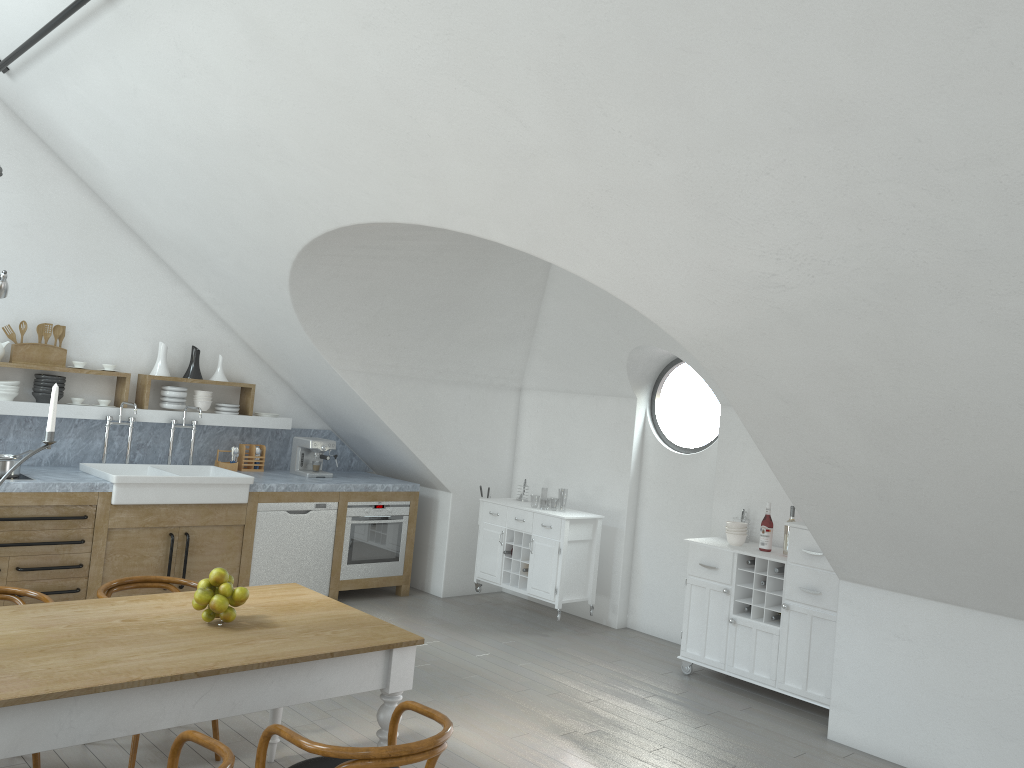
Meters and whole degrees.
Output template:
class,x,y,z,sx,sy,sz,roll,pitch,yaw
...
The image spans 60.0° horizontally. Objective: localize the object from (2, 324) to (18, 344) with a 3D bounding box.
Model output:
class,x,y,z,sx,sy,sz,roll,pitch,yaw
object,-3.520,-0.290,6.289,0.199,0.259,0.016,7,-3,-33

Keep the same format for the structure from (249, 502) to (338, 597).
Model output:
class,x,y,z,sx,sy,sz,roll,pitch,yaw
structure,-1.892,1.316,7.090,0.722,0.824,0.599,7,-3,-43

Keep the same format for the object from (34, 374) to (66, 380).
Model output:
class,x,y,z,sx,sy,sz,roll,pitch,yaw
object,-3.343,-0.026,6.412,0.205,0.080,0.205,6,-2,-41

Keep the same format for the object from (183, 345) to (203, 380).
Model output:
class,x,y,z,sx,sy,sz,roll,pitch,yaw
object,-2.560,-0.175,7.151,0.156,0.268,0.156,7,-3,-39

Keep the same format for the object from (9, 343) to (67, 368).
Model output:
class,x,y,z,sx,sy,sz,roll,pitch,yaw
object,-3.408,-0.215,6.386,0.353,0.158,0.084,7,-3,-43

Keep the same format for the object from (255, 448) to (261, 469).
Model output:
class,x,y,z,sx,sy,sz,roll,pitch,yaw
object,-2.145,0.633,7.465,0.040,0.192,0.042,5,-3,7

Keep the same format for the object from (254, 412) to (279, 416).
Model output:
class,x,y,z,sx,sy,sz,roll,pitch,yaw
object,-2.102,0.264,7.591,0.213,0.025,0.213,5,-1,34

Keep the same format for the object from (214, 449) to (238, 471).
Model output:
class,x,y,z,sx,sy,sz,roll,pitch,yaw
object,-2.352,0.628,7.310,0.172,0.171,0.100,7,-3,-41

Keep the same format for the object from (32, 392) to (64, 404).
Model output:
class,x,y,z,sx,sy,sz,roll,pitch,yaw
object,-3.354,0.102,6.399,0.206,0.072,0.205,5,-1,34

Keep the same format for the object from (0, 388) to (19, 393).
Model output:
class,x,y,z,sx,sy,sz,roll,pitch,yaw
object,-3.558,0.061,6.206,0.181,0.065,0.181,6,-1,-6

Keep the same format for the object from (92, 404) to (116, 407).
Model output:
class,x,y,z,sx,sy,sz,roll,pitch,yaw
object,-3.080,0.167,6.688,0.163,0.012,0.164,6,-1,-26

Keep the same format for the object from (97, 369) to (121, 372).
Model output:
class,x,y,z,sx,sy,sz,roll,pitch,yaw
object,-3.050,-0.100,6.705,0.163,0.012,0.164,6,-1,-26

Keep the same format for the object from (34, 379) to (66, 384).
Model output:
class,x,y,z,sx,sy,sz,roll,pitch,yaw
object,-3.342,0.002,6.410,0.205,0.084,0.205,6,-1,-15

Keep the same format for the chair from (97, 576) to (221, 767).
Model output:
class,x,y,z,sx,sy,sz,roll,pitch,yaw
chair,-1.663,1.325,4.130,0.622,0.736,0.526,3,-3,43

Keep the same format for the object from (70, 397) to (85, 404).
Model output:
class,x,y,z,sx,sy,sz,roll,pitch,yaw
object,-3.217,0.128,6.558,0.098,0.049,0.098,4,-2,44

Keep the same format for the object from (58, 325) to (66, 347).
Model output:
class,x,y,z,sx,sy,sz,roll,pitch,yaw
object,-3.309,-0.282,6.490,0.057,0.294,0.030,8,-4,-43

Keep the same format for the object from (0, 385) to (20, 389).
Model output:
class,x,y,z,sx,sy,sz,roll,pitch,yaw
object,-3.554,0.038,6.209,0.181,0.069,0.181,6,-1,-26

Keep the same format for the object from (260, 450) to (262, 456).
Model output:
class,x,y,z,sx,sy,sz,roll,pitch,yaw
object,-2.142,0.646,7.510,0.019,0.179,0.044,4,-3,25

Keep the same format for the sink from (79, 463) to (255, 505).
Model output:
class,x,y,z,sx,sy,sz,roll,pitch,yaw
sink,-2.528,0.730,6.492,1.019,0.202,0.728,6,-2,-43

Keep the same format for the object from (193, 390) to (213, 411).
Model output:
class,x,y,z,sx,sy,sz,roll,pitch,yaw
object,-2.502,0.135,7.164,0.157,0.160,0.154,6,-2,-15

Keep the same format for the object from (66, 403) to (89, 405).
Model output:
class,x,y,z,sx,sy,sz,roll,pitch,yaw
object,-3.219,0.151,6.557,0.163,0.012,0.164,6,-1,-26

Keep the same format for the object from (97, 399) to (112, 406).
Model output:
class,x,y,z,sx,sy,sz,roll,pitch,yaw
object,-3.078,0.144,6.689,0.098,0.049,0.098,4,-2,44

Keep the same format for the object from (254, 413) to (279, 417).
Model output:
class,x,y,z,sx,sy,sz,roll,pitch,yaw
object,-2.103,0.273,7.590,0.213,0.025,0.213,5,-1,34

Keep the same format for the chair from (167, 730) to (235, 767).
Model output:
class,x,y,z,sx,sy,sz,roll,pitch,yaw
chair,-1.084,1.348,2.382,0.622,0.736,0.526,4,-3,42

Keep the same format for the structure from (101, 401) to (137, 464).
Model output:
class,x,y,z,sx,sy,sz,roll,pitch,yaw
structure,-2.842,0.399,6.571,0.333,0.530,0.213,4,-3,27

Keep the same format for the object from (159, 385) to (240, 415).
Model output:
class,x,y,z,sx,sy,sz,roll,pitch,yaw
object,-2.519,0.136,7.181,0.655,0.196,0.198,7,-2,-43

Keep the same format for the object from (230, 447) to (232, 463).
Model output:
class,x,y,z,sx,sy,sz,roll,pitch,yaw
object,-2.316,0.617,7.316,0.019,0.196,0.022,3,-3,35

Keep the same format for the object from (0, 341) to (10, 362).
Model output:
class,x,y,z,sx,sy,sz,roll,pitch,yaw
object,-3.626,-0.244,6.170,0.174,0.169,0.167,4,-2,30

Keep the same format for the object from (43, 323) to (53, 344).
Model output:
class,x,y,z,sx,sy,sz,roll,pitch,yaw
object,-3.369,-0.290,6.406,0.057,0.300,0.019,8,-4,-43

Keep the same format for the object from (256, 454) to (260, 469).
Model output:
class,x,y,z,sx,sy,sz,roll,pitch,yaw
object,-2.141,0.637,7.481,0.018,0.196,0.020,6,-3,-21

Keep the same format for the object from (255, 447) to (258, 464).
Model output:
class,x,y,z,sx,sy,sz,roll,pitch,yaw
object,-2.160,0.635,7.492,0.018,0.196,0.023,7,-3,-35

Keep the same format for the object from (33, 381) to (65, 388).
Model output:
class,x,y,z,sx,sy,sz,roll,pitch,yaw
object,-3.345,0.027,6.404,0.206,0.072,0.205,5,-1,34

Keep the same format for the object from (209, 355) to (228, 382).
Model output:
class,x,y,z,sx,sy,sz,roll,pitch,yaw
object,-2.406,-0.133,7.309,0.156,0.219,0.155,4,-2,28

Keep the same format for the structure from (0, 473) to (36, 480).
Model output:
class,x,y,z,sx,sy,sz,roll,pitch,yaw
structure,-3.541,0.590,5.676,0.736,0.041,0.648,6,-1,-43

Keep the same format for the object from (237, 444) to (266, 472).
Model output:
class,x,y,z,sx,sy,sz,roll,pitch,yaw
object,-2.195,0.620,7.471,0.200,0.223,0.104,7,-3,-43

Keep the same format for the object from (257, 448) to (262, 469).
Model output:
class,x,y,z,sx,sy,sz,roll,pitch,yaw
object,-2.137,0.637,7.491,0.022,0.196,0.019,8,-4,-42

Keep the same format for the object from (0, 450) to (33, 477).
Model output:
class,x,y,z,sx,sy,sz,roll,pitch,yaw
object,-3.275,0.531,5.821,0.232,0.170,0.393,5,-2,27

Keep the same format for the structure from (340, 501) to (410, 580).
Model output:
class,x,y,z,sx,sy,sz,roll,pitch,yaw
structure,-1.332,1.282,7.606,0.631,0.637,0.631,7,-3,-43

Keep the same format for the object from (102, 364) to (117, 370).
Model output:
class,x,y,z,sx,sy,sz,roll,pitch,yaw
object,-3.047,-0.123,6.706,0.098,0.049,0.098,4,-2,44

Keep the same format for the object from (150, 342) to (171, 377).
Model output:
class,x,y,z,sx,sy,sz,roll,pitch,yaw
object,-2.753,-0.197,6.974,0.156,0.268,0.156,4,-3,36

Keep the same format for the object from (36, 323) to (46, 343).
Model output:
class,x,y,z,sx,sy,sz,roll,pitch,yaw
object,-3.407,-0.294,6.397,0.040,0.300,0.061,3,-4,44

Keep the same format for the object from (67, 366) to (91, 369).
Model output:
class,x,y,z,sx,sy,sz,roll,pitch,yaw
object,-3.205,-0.117,6.559,0.163,0.012,0.164,6,-1,-26

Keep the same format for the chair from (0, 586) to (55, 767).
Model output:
class,x,y,z,sx,sy,sz,roll,pitch,yaw
chair,-2.194,1.266,3.645,0.526,0.736,0.622,7,-3,-40

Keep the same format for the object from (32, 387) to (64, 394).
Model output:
class,x,y,z,sx,sy,sz,roll,pitch,yaw
object,-3.352,0.076,6.400,0.205,0.086,0.205,6,-1,-5

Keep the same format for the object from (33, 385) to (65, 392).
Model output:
class,x,y,z,sx,sy,sz,roll,pitch,yaw
object,-3.343,0.049,6.399,0.205,0.086,0.205,5,-1,0

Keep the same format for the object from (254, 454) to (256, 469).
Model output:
class,x,y,z,sx,sy,sz,roll,pitch,yaw
object,-2.177,0.643,7.494,0.044,0.179,0.019,3,-4,44

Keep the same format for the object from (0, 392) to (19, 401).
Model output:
class,x,y,z,sx,sy,sz,roll,pitch,yaw
object,-3.560,0.084,6.206,0.181,0.064,0.181,6,-1,-21

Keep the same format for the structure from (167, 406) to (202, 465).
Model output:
class,x,y,z,sx,sy,sz,roll,pitch,yaw
structure,-2.488,0.438,6.903,0.333,0.530,0.213,4,-3,27

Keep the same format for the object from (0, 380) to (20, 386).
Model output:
class,x,y,z,sx,sy,sz,roll,pitch,yaw
object,-3.550,0.010,6.212,0.180,0.076,0.181,6,-1,-5

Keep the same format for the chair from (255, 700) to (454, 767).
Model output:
class,x,y,z,sx,sy,sz,roll,pitch,yaw
chair,-0.513,1.410,2.824,0.526,0.736,0.622,7,-3,-40

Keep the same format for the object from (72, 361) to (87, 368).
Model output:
class,x,y,z,sx,sy,sz,roll,pitch,yaw
object,-3.203,-0.140,6.561,0.098,0.049,0.098,4,-2,44

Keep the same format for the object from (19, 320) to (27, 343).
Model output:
class,x,y,z,sx,sy,sz,roll,pitch,yaw
object,-3.494,-0.304,6.317,0.055,0.299,0.027,8,-4,-43

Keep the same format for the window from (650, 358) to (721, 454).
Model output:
class,x,y,z,sx,sy,sz,roll,pitch,yaw
window,1.452,0.161,7.118,0.060,0.901,0.900,8,-3,-43

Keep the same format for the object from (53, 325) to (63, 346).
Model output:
class,x,y,z,sx,sy,sz,roll,pitch,yaw
object,-3.324,-0.284,6.452,0.067,0.298,0.039,8,-4,-43
